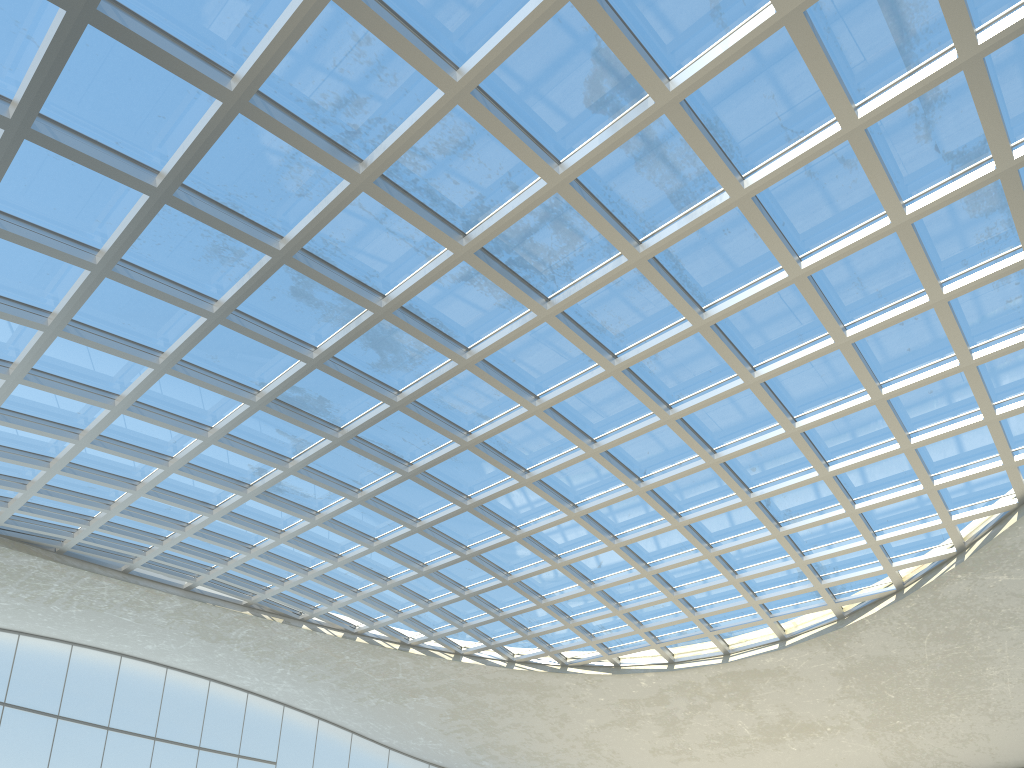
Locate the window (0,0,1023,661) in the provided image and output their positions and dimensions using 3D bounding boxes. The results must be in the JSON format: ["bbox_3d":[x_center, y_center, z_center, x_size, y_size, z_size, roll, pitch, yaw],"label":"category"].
[{"bbox_3d":[-5.109,6.289,48.646,82.783,9.720,86.533,-24,-44,34],"label":"window"}]
